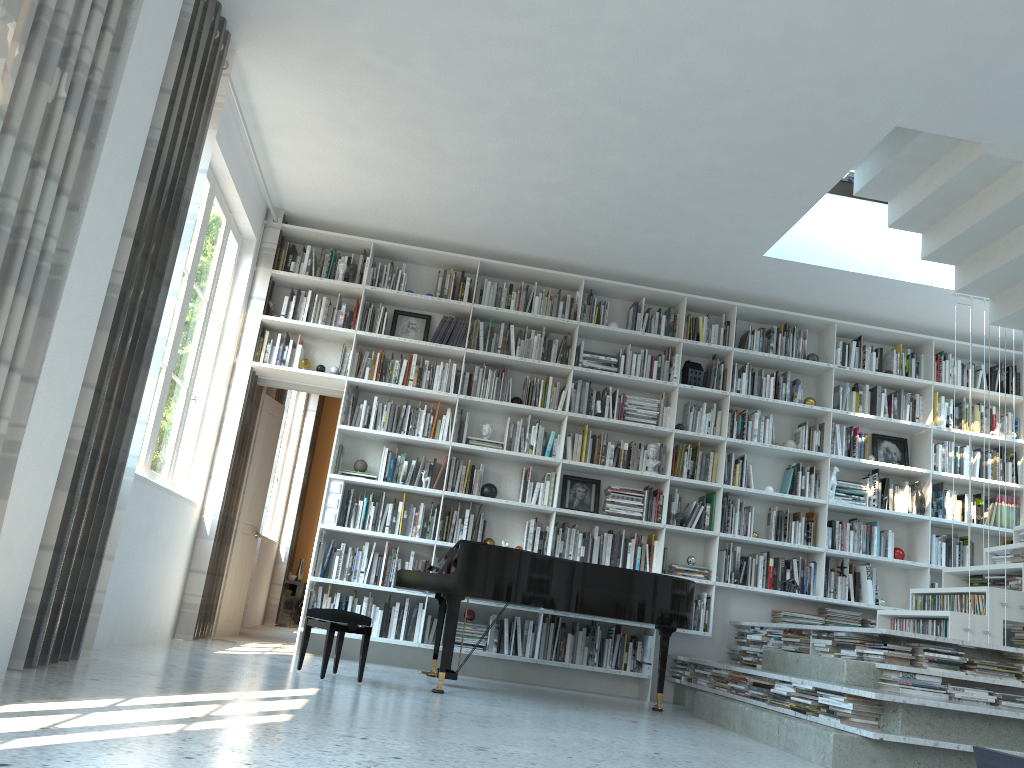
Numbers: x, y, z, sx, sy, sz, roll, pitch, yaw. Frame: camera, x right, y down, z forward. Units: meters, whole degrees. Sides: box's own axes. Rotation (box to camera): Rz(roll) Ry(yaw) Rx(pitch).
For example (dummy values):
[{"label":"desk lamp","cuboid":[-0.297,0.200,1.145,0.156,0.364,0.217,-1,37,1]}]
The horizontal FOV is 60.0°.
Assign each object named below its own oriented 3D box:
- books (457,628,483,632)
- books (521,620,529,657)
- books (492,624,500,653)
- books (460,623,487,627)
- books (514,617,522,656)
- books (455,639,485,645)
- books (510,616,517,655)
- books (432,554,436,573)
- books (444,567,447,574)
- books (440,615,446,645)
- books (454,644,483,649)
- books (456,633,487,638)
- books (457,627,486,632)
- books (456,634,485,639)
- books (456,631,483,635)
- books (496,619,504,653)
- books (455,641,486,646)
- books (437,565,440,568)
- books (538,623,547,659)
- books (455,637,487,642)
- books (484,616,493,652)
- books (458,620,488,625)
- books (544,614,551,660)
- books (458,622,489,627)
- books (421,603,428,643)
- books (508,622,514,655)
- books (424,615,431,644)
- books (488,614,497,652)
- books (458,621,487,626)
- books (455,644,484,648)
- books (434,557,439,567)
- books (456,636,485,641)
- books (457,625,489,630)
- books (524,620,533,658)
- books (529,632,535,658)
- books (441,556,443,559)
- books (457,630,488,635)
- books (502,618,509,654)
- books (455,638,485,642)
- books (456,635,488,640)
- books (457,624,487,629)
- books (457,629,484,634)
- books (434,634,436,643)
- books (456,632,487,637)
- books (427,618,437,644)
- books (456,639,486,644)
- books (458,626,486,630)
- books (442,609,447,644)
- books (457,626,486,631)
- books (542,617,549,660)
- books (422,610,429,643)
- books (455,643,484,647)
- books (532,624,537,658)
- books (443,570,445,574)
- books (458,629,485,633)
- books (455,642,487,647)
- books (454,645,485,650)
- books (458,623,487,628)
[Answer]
[{"label":"books","cuboid":[-0.327,1.803,6.511,0.285,0.005,0.160,9,-15,-6]},{"label":"books","cuboid":[0.088,1.876,6.549,0.025,0.258,0.133,9,-14,-5]},{"label":"books","cuboid":[-0.124,1.865,6.508,0.029,0.201,0.178,9,-14,-5]},{"label":"books","cuboid":[-0.319,1.767,6.523,0.254,0.005,0.161,9,-15,-5]},{"label":"books","cuboid":[0.042,1.857,6.534,0.073,0.275,0.181,9,-14,-5]},{"label":"books","cuboid":[-0.334,1.881,6.485,0.254,0.007,0.161,10,-15,-9]},{"label":"books","cuboid":[0.001,1.847,6.518,0.012,0.274,0.180,9,-14,-5]},{"label":"books","cuboid":[-0.594,1.409,6.574,0.012,0.284,0.160,9,-14,-5]},{"label":"books","cuboid":[-0.498,1.443,6.556,0.023,0.237,0.173,9,-14,-5]},{"label":"books","cuboid":[-0.515,1.793,6.491,0.027,0.226,0.139,9,-14,-5]},{"label":"books","cuboid":[-0.341,1.914,6.476,0.254,0.007,0.161,8,-15,-1]},{"label":"books","cuboid":[-0.329,1.836,6.503,0.285,0.007,0.160,9,-15,-4]},{"label":"books","cuboid":[-0.327,1.798,6.514,0.254,0.005,0.161,9,-15,-5]},{"label":"books","cuboid":[-0.330,1.843,6.501,0.254,0.007,0.161,9,-15,-4]},{"label":"books","cuboid":[-0.330,1.824,6.508,0.254,0.005,0.161,9,-15,-5]},{"label":"books","cuboid":[-0.095,1.855,6.526,0.028,0.237,0.136,9,-14,-5]},{"label":"books","cuboid":[-0.335,1.887,6.480,0.285,0.007,0.160,8,-15,0]},{"label":"books","cuboid":[-0.558,1.449,6.565,0.026,0.212,0.140,9,-14,-5]},{"label":"books","cuboid":[0.214,1.892,6.537,0.026,0.255,0.184,9,-14,-5]},{"label":"books","cuboid":[-0.332,1.861,6.489,0.285,0.007,0.160,10,-15,-9]},{"label":"books","cuboid":[-0.171,1.831,6.508,0.012,0.253,0.161,9,-14,-5]},{"label":"books","cuboid":[-0.316,1.749,6.515,0.285,0.005,0.160,8,-15,0]},{"label":"books","cuboid":[0.251,1.861,6.567,0.014,0.339,0.140,9,-14,-5]},{"label":"books","cuboid":[-0.318,1.762,6.524,0.285,0.005,0.160,9,-15,-5]},{"label":"books","cuboid":[-0.641,1.744,6.489,0.012,0.284,0.160,9,-14,-5]},{"label":"books","cuboid":[-0.014,1.868,6.519,0.011,0.231,0.174,9,-14,-5]},{"label":"books","cuboid":[-0.618,1.791,6.480,0.025,0.197,0.160,9,-14,-5]},{"label":"books","cuboid":[-0.151,1.833,6.526,0.031,0.265,0.145,9,-14,-5]},{"label":"books","cuboid":[-0.317,1.756,6.523,0.254,0.005,0.161,9,-15,-4]},{"label":"books","cuboid":[-0.341,1.909,6.486,0.254,0.007,0.161,9,-15,-5]},{"label":"books","cuboid":[-0.579,1.421,6.575,0.023,0.265,0.134,9,-14,-5]},{"label":"books","cuboid":[-0.332,1.856,6.498,0.254,0.007,0.161,9,-15,-4]},{"label":"books","cuboid":[-0.321,1.781,6.512,0.285,0.005,0.160,10,-15,-8]},{"label":"books","cuboid":[0.116,1.872,6.521,0.024,0.259,0.190,9,-14,-5]},{"label":"books","cuboid":[0.132,1.918,6.530,0.024,0.179,0.172,9,-14,-5]},{"label":"books","cuboid":[-0.535,1.419,6.573,0.010,0.281,0.149,9,-14,-5]},{"label":"books","cuboid":[-0.329,1.818,6.505,0.285,0.005,0.160,10,-15,-7]},{"label":"books","cuboid":[-0.049,1.853,6.521,0.062,0.252,0.178,9,-14,-5]},{"label":"books","cuboid":[-0.333,1.868,6.488,0.254,0.007,0.161,10,-15,-9]},{"label":"books","cuboid":[-0.330,1.847,6.490,0.285,0.007,0.160,11,-15,-10]},{"label":"books","cuboid":[-0.319,1.775,6.509,0.254,0.005,0.161,11,-15,-10]},{"label":"books","cuboid":[-0.328,1.813,6.508,0.254,0.005,0.161,9,-15,-6]},{"label":"books","cuboid":[-0.539,1.784,6.481,0.023,0.231,0.164,9,-14,-5]},{"label":"books","cuboid":[-0.328,1.830,6.507,0.285,0.007,0.160,9,-15,-5]},{"label":"books","cuboid":[-0.580,1.802,6.474,0.053,0.183,0.148,9,-14,-5]},{"label":"books","cuboid":[-0.333,1.875,6.491,0.285,0.007,0.160,9,-15,-3]},{"label":"books","cuboid":[-0.321,1.786,6.509,0.254,0.005,0.161,8,-15,-1]},{"label":"books","cuboid":[-0.486,1.771,6.500,0.027,0.281,0.129,9,-14,-5]},{"label":"books","cuboid":[-0.325,1.790,6.507,0.285,0.005,0.160,10,-15,-9]},{"label":"books","cuboid":[0.236,1.874,6.544,0.014,0.300,0.185,9,-14,-5]},{"label":"books","cuboid":[-0.634,1.773,6.486,0.012,0.230,0.138,9,-14,-5]},{"label":"books","cuboid":[-0.340,1.902,6.486,0.254,0.007,0.161,9,-15,-4]},{"label":"books","cuboid":[0.155,1.899,6.557,0.021,0.237,0.116,9,-14,-5]},{"label":"books","cuboid":[-0.516,1.447,6.564,0.010,0.227,0.168,9,-14,-5]},{"label":"books","cuboid":[-0.328,1.808,6.510,0.285,0.005,0.160,9,-15,-4]},{"label":"books","cuboid":[-0.338,1.894,6.481,0.285,0.007,0.160,10,-15,-9]},{"label":"books","cuboid":[-0.343,1.922,6.484,0.285,0.007,0.160,9,-15,-5]},{"label":"books","cuboid":[-0.320,1.772,6.521,0.254,0.005,0.161,9,-15,-5]}]
